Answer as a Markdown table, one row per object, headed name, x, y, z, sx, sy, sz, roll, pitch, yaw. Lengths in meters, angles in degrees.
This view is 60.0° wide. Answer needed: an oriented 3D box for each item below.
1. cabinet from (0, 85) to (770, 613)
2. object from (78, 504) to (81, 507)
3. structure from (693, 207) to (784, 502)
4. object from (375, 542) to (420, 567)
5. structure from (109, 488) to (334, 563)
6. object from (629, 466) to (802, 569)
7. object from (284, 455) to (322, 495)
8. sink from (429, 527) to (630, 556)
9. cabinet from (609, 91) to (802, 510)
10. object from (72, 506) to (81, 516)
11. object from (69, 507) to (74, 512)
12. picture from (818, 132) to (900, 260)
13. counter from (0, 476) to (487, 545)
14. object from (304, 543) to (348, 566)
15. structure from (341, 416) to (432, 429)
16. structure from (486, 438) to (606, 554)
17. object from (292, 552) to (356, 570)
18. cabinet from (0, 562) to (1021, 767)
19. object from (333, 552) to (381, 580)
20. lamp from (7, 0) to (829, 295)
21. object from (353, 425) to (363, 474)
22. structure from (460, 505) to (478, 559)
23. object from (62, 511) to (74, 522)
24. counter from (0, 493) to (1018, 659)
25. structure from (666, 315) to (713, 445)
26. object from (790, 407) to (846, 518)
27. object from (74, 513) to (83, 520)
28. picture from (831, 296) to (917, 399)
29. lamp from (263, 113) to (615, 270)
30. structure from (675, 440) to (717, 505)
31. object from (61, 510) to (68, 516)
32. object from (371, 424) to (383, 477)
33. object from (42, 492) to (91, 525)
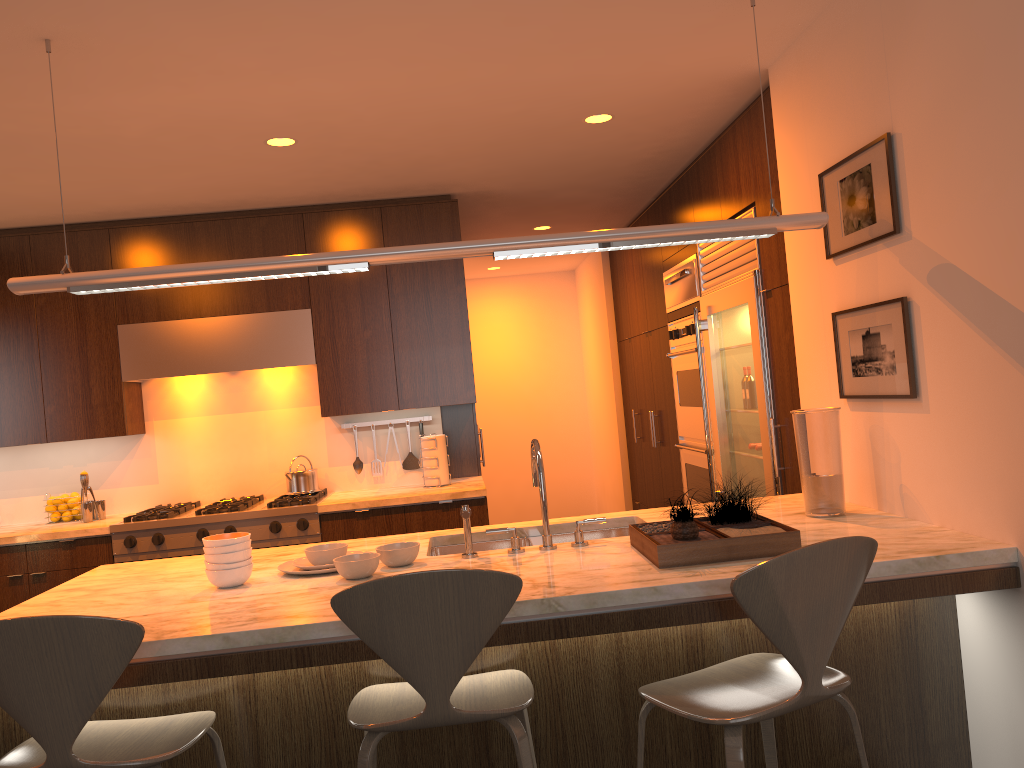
| name | x | y | z | sx | sy | sz | roll | pitch | yaw |
| --- | --- | --- | --- | --- | --- | --- | --- | --- | --- |
| cabinet | -0.947 | 0.034 | 3.417 | 5.521 | 2.997 | 7.728 | -5 | -1 | -4 |
| object | -2.489 | 0.717 | 5.115 | 0.051 | 0.055 | 0.061 | -5 | -1 | 8 |
| structure | 1.403 | 0.261 | 4.374 | 0.687 | 2.129 | 0.915 | -5 | -1 | -4 |
| object | -0.349 | 0.528 | 2.732 | 0.139 | 0.059 | 0.138 | -6 | -1 | 22 |
| structure | -1.581 | 0.682 | 5.014 | 1.067 | 0.422 | 0.824 | -5 | -1 | -4 |
| object | 0.608 | 0.351 | 2.579 | 0.497 | 0.231 | 0.503 | -5 | -1 | -4 |
| object | -1.229 | 0.524 | 5.179 | 0.221 | 0.218 | 0.221 | -5 | -1 | -19 |
| sink | 0.106 | 0.645 | 3.057 | 0.813 | 0.176 | 0.457 | -5 | -1 | -4 |
| cabinet | 1.351 | 0.070 | 5.472 | 0.690 | 2.540 | 3.924 | -5 | -1 | -4 |
| object | -2.477 | 0.722 | 5.046 | 0.052 | 0.054 | 0.061 | -5 | -1 | 6 |
| object | -2.517 | 0.716 | 5.104 | 0.062 | 0.053 | 0.051 | -6 | -1 | 37 |
| picture | 1.103 | -0.586 | 2.846 | 0.012 | 0.298 | 0.493 | -5 | -1 | -4 |
| counter | -1.926 | 0.742 | 4.523 | 3.616 | 0.038 | 3.187 | -5 | -1 | -4 |
| object | -0.586 | 0.545 | 2.807 | 0.139 | 0.059 | 0.138 | -6 | -1 | 22 |
| structure | -0.753 | 0.230 | 5.328 | 0.541 | 0.031 | 0.048 | -5 | -1 | 0 |
| structure | 0.118 | 0.344 | 2.805 | 0.310 | 0.341 | 0.321 | -6 | -1 | 34 |
| object | -0.584 | 0.566 | 2.807 | 0.217 | 0.025 | 0.216 | -5 | -1 | 13 |
| cabinet | -0.093 | 1.012 | 2.740 | 2.713 | 0.876 | 1.281 | -5 | -1 | -4 |
| object | -0.452 | 0.536 | 2.595 | 0.139 | 0.059 | 0.138 | -6 | -1 | 22 |
| lamp | -0.281 | -0.749 | 2.723 | 2.465 | 0.765 | 0.120 | -5 | -1 | -4 |
| object | -0.928 | 0.392 | 5.305 | 0.061 | 0.296 | 0.020 | -5 | -1 | -5 |
| structure | -0.138 | 0.457 | 2.753 | 0.050 | 0.161 | 0.067 | -5 | -1 | -4 |
| object | -2.531 | 0.754 | 5.049 | 0.064 | 0.063 | 0.074 | -5 | -1 | -40 |
| counter | -0.136 | 0.557 | 2.746 | 2.711 | 0.038 | 1.280 | -5 | -1 | -4 |
| structure | 1.369 | 0.233 | 5.235 | 0.687 | 1.294 | 0.743 | -5 | -1 | -4 |
| object | 1.016 | 0.257 | 2.922 | 0.159 | 0.349 | 0.159 | -5 | -1 | -30 |
| object | -2.485 | 0.752 | 5.086 | 0.063 | 0.053 | 0.051 | -6 | -1 | 37 |
| picture | 1.148 | -0.103 | 2.839 | 0.012 | 0.300 | 0.496 | -5 | -1 | -4 |
| lamp | -7.806 | -0.494 | 4.932 | 16.431 | 0.171 | 5.868 | -5 | -1 | -4 |
| structure | 1.093 | 0.616 | 5.211 | 0.064 | 0.544 | 0.710 | -5 | -1 | -4 |
| object | -2.556 | 0.751 | 5.085 | 0.052 | 0.060 | 0.057 | -6 | -1 | 35 |
| object | -0.821 | 0.398 | 5.315 | 0.066 | 0.314 | 0.004 | -5 | -1 | -4 |
| object | -2.556 | 0.701 | 5.102 | 0.207 | 0.175 | 0.189 | -5 | -1 | -6 |
